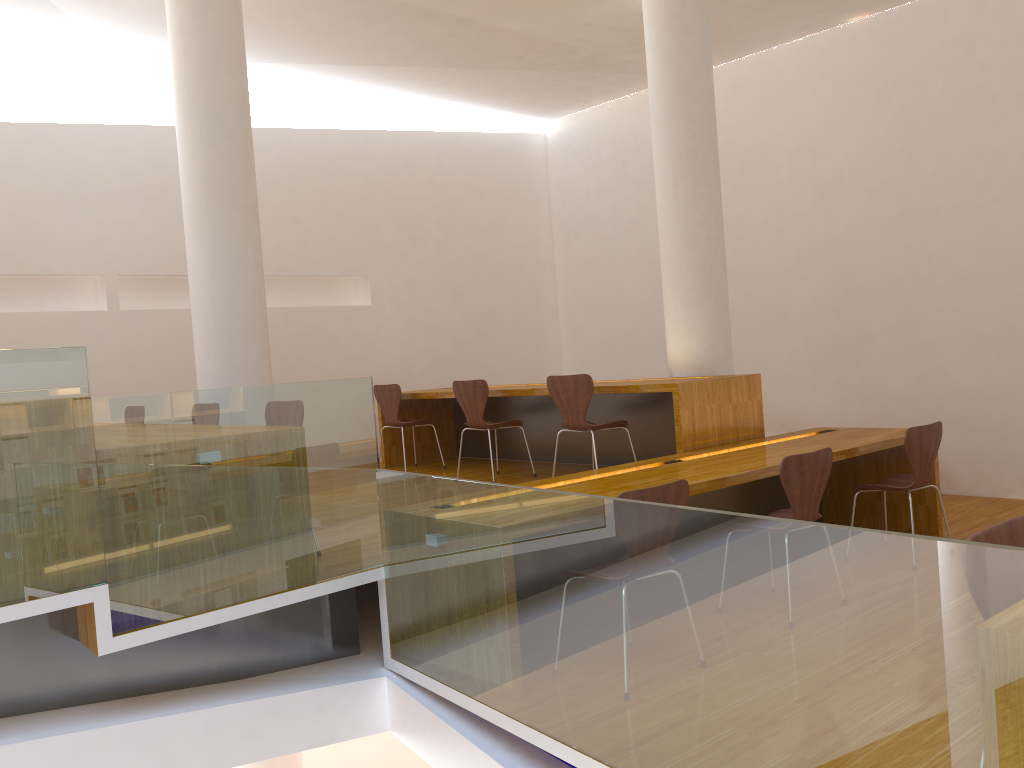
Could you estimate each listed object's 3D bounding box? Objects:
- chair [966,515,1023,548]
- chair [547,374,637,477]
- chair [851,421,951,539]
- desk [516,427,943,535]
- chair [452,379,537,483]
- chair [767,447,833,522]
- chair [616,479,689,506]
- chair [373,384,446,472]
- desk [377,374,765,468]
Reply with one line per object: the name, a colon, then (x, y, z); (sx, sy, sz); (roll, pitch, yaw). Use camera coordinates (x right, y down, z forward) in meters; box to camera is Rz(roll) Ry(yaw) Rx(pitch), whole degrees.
chair: (1.272, 0.672, 1.948); (0.428, 0.693, 0.381); (-5, 2, -39)
chair: (0.482, 0.278, 5.307); (0.381, 0.693, 0.428); (-5, 2, -39)
chair: (1.997, 0.552, 4.606); (0.428, 0.693, 0.381); (-5, 2, -39)
desk: (0.978, 0.684, 4.345); (3.185, 0.606, 0.760); (-5, 2, -39)
chair: (-0.135, 0.306, 6.057); (0.381, 0.693, 0.428); (-5, 2, -39)
chair: (1.161, 0.633, 3.865); (0.428, 0.693, 0.381); (-5, 2, -39)
chair: (0.415, 0.705, 3.248); (0.428, 0.693, 0.381); (-5, 2, -39)
chair: (-0.816, 0.336, 6.945); (0.381, 0.693, 0.428); (-5, 2, -39)
desk: (0.211, 0.313, 6.310); (0.760, 0.606, 3.185); (-5, 2, -39)
